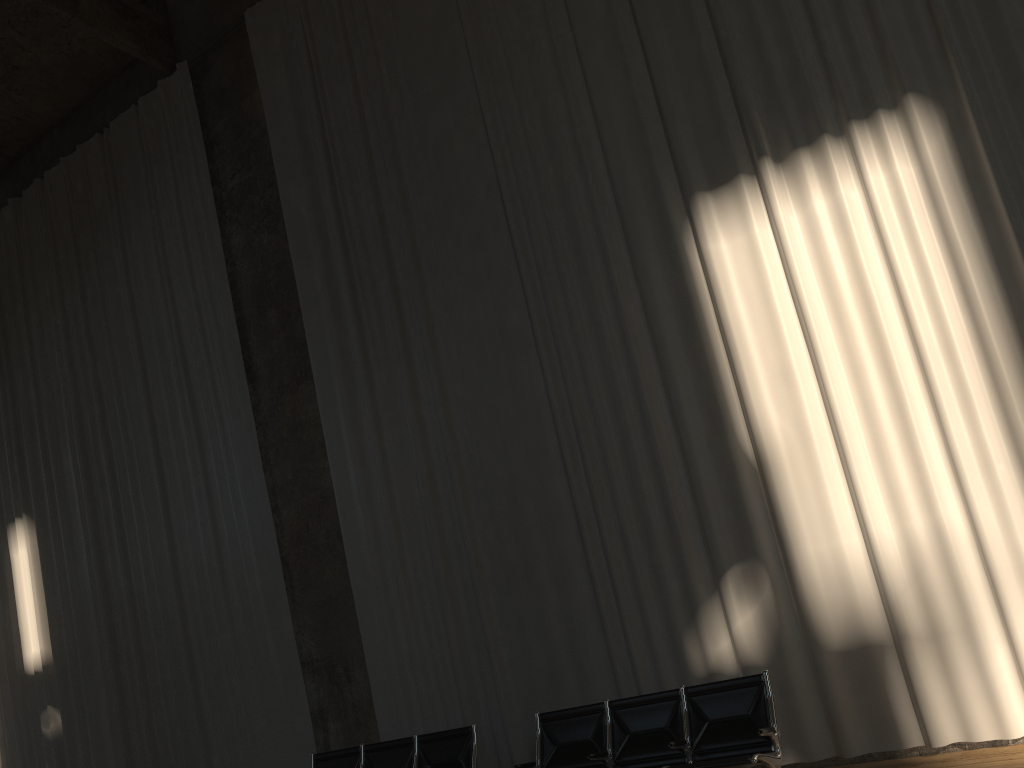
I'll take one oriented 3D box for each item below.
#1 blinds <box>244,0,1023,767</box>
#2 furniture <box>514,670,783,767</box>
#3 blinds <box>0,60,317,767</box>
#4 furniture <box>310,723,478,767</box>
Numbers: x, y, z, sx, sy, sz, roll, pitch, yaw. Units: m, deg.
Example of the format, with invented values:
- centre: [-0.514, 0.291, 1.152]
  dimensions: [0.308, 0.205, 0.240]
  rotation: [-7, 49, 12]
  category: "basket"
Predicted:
- centre: [1.155, -1.294, 7.070]
  dimensions: [7.980, 8.445, 0.275]
  rotation: [-20, -12, 30]
  category: "blinds"
- centre: [0.848, 2.542, 5.897]
  dimensions: [1.905, 0.823, 0.713]
  rotation: [-21, -15, 29]
  category: "furniture"
- centre: [-6.004, 1.616, 11.323]
  dimensions: [7.980, 8.445, 0.275]
  rotation: [-20, -12, 30]
  category: "blinds"
- centre: [-1.130, 3.346, 7.072]
  dimensions: [1.905, 0.823, 0.713]
  rotation: [-21, -15, 29]
  category: "furniture"
